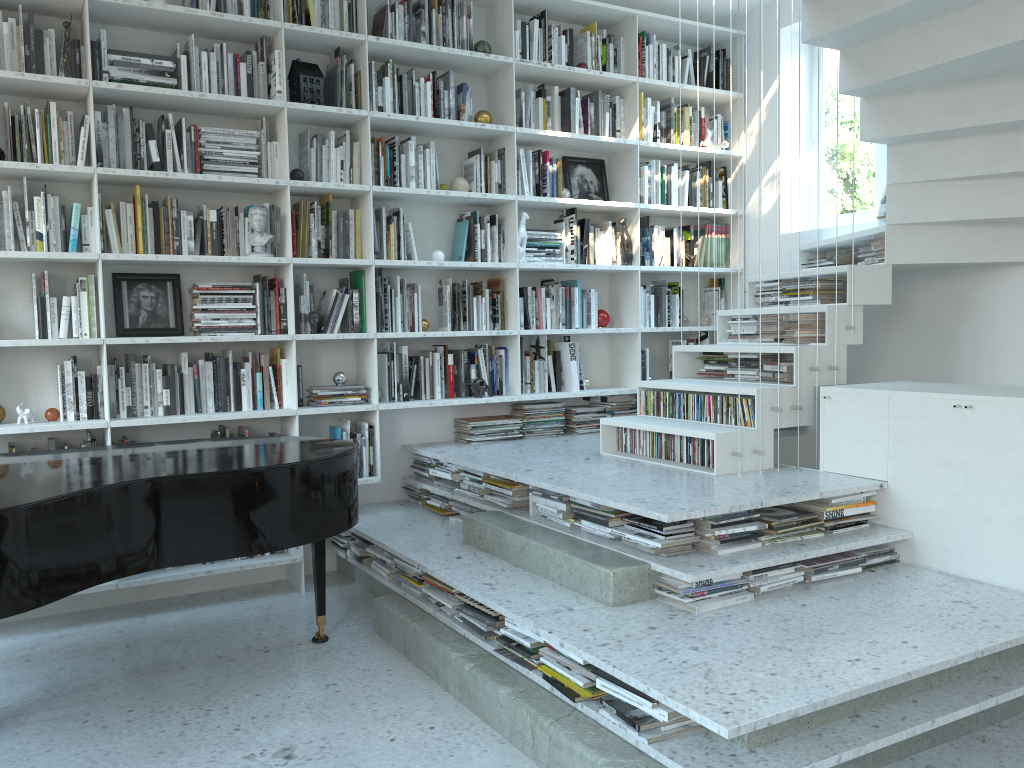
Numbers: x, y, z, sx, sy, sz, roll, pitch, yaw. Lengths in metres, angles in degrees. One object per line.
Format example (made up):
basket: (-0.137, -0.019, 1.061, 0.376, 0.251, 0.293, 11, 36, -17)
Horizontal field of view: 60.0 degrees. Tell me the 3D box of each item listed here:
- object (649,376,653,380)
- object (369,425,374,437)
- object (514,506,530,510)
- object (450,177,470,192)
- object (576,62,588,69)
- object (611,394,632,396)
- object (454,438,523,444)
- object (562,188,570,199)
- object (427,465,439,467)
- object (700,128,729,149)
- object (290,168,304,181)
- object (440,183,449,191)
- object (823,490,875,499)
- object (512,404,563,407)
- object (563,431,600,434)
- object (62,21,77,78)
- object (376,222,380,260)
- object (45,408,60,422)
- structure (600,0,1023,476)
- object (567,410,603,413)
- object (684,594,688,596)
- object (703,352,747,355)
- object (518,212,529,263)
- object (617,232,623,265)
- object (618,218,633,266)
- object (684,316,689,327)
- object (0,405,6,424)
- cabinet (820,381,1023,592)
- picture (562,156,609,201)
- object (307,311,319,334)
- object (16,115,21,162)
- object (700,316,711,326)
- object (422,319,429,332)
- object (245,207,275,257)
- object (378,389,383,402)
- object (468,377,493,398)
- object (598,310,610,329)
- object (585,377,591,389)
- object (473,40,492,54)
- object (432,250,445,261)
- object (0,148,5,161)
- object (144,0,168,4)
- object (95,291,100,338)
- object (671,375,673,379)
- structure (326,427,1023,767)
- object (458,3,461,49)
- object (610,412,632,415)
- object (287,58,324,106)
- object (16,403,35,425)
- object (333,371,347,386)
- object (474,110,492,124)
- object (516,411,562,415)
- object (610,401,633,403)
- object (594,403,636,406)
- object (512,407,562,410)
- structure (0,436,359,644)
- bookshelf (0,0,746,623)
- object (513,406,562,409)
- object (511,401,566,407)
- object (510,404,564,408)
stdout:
object: (0.841, -0.018, 5.497, 0.071, 0.072, 0.071, 0, 4, 19)
object: (-0.745, 0.343, 4.647, 0.011, 0.260, 0.142, -3, 5, -29)
object: (0.020, 0.547, 4.103, 0.145, 0.010, 0.266, -3, 4, -33)
object: (-0.290, -1.086, 4.905, 0.111, 0.113, 0.111, 2, 5, 38)
object: (0.407, -1.830, 5.154, 0.071, 0.072, 0.071, 0, 4, 19)
object: (0.625, 0.057, 5.460, 0.130, 0.015, 0.210, -3, 4, -30)
object: (-0.135, 0.318, 5.079, 0.345, 0.007, 0.193, -3, 4, -34)
object: (0.296, -1.106, 5.205, 0.091, 0.093, 0.091, 0, 4, 19)
object: (-0.412, 0.432, 4.867, 0.135, 0.011, 0.221, -3, 4, -25)
object: (1.274, -1.541, 5.620, 0.203, 0.137, 0.095, -2, 4, -14)
object: (-1.058, -1.023, 4.363, 0.071, 0.072, 0.071, 0, 4, 19)
object: (-0.378, -1.058, 4.830, 0.068, 0.069, 0.068, 2, 5, 38)
object: (1.267, 0.411, 3.512, 0.284, 0.030, 0.177, -3, 4, -29)
object: (0.149, 0.122, 5.240, 0.254, 0.006, 0.160, -3, 4, -28)
object: (0.473, 0.284, 5.439, 0.327, 0.008, 0.207, -3, 4, -29)
object: (-1.901, -1.428, 3.816, 0.075, 0.255, 0.075, 2, 5, 39)
object: (-0.730, -0.743, 4.684, 0.013, 0.208, 0.140, -3, 5, -29)
object: (-2.039, 0.137, 3.934, 0.061, 0.062, 0.061, 0, 4, 19)
structure: (1.158, -0.989, 3.666, 2.613, 3.385, 1.953, -3, 5, -29)
object: (0.470, 0.154, 5.429, 0.327, 0.008, 0.207, -3, 4, -29)
object: (0.644, 0.696, 3.053, 0.204, 0.004, 0.139, -3, 4, -26)
object: (1.107, -0.165, 4.611, 0.161, 0.025, 0.174, -3, 4, -25)
object: (0.054, -0.811, 4.934, 0.087, 0.288, 0.075, -1, 4, 5)
object: (0.615, -0.816, 5.433, 0.022, 0.212, 0.178, -3, 4, -29)
object: (0.681, -0.846, 5.310, 0.087, 0.288, 0.075, -1, 4, 5)
object: (1.102, -0.403, 5.715, 0.071, 0.072, 0.071, 0, 4, 19)
object: (-2.256, 0.130, 3.860, 0.091, 0.092, 0.091, 2, 5, 38)
cabinet: (1.767, 0.354, 3.460, 0.551, 0.668, 0.992, -3, 4, -29)
picture: (0.451, -1.224, 5.385, 0.300, 0.300, 0.077, -3, 5, -29)
object: (-0.980, -0.303, 4.383, 0.054, 0.113, 0.079, -4, 5, -31)
object: (-2.155, -1.045, 3.870, 0.010, 0.225, 0.142, -3, 5, -29)
object: (1.281, -0.415, 5.862, 0.071, 0.072, 0.071, 0, 4, 19)
object: (-0.486, -0.319, 4.827, 0.071, 0.072, 0.071, 0, 4, 19)
object: (-1.214, -0.724, 4.252, 0.138, 0.244, 0.137, 1, 4, 26)
object: (-0.720, 0.059, 4.712, 0.071, 0.072, 0.071, 0, 4, 19)
object: (-0.172, 0.021, 4.851, 0.160, 0.114, 0.064, -4, 5, -42)
object: (0.536, -0.394, 5.389, 0.115, 0.116, 0.115, 2, 5, 38)
object: (0.442, -0.004, 5.385, 0.071, 0.072, 0.071, 0, 4, 19)
object: (-0.163, -1.816, 4.831, 0.104, 0.105, 0.104, 0, 4, 19)
object: (-0.401, -0.690, 4.813, 0.071, 0.072, 0.071, 0, 4, 19)
object: (-2.216, -0.973, 3.781, 0.097, 0.098, 0.097, 0, 4, 19)
object: (-1.630, -1.741, 4.064, 0.104, 0.106, 0.104, 2, 5, 38)
object: (-1.908, -0.318, 4.066, 0.017, 0.216, 0.103, -3, 5, -29)
object: (1.040, -0.029, 5.610, 0.071, 0.072, 0.071, 0, 4, 19)
structure: (0.885, 0.692, 4.052, 2.898, 0.660, 3.111, -3, 4, -29)
object: (-0.313, -1.912, 4.854, 0.006, 0.298, 0.129, -3, 5, -29)
object: (0.627, 0.172, 5.468, 0.134, 0.015, 0.199, -3, 4, -29)
object: (-1.020, -1.477, 4.390, 0.135, 0.248, 0.135, -4, 5, -39)
object: (-2.119, 0.127, 3.861, 0.060, 0.095, 0.078, -2, 4, -13)
object: (-0.879, -0.028, 4.526, 0.071, 0.072, 0.071, 0, 4, 19)
object: (-0.158, -1.448, 4.863, 0.100, 0.102, 0.100, 2, 5, 38)
object: (0.146, 0.166, 5.244, 0.254, 0.006, 0.160, -3, 4, -29)
object: (0.614, 0.103, 5.457, 0.141, 0.005, 0.259, -3, 4, -25)
object: (0.617, 0.119, 5.459, 0.144, 0.004, 0.295, -3, 4, -31)
object: (0.148, 0.139, 5.244, 0.254, 0.006, 0.160, -3, 4, -29)
structure: (-1.403, 0.701, 3.103, 1.918, 0.833, 1.333, -3, 4, -29)
bookshelf: (-1.315, -0.513, 4.295, 6.295, 3.145, 0.330, -3, 5, -29)
object: (0.148, 0.133, 5.243, 0.254, 0.006, 0.160, -3, 4, -29)
object: (0.154, 0.117, 5.232, 0.285, 0.005, 0.159, -3, 4, -24)
object: (0.148, 0.128, 5.243, 0.285, 0.005, 0.159, -3, 4, -29)
